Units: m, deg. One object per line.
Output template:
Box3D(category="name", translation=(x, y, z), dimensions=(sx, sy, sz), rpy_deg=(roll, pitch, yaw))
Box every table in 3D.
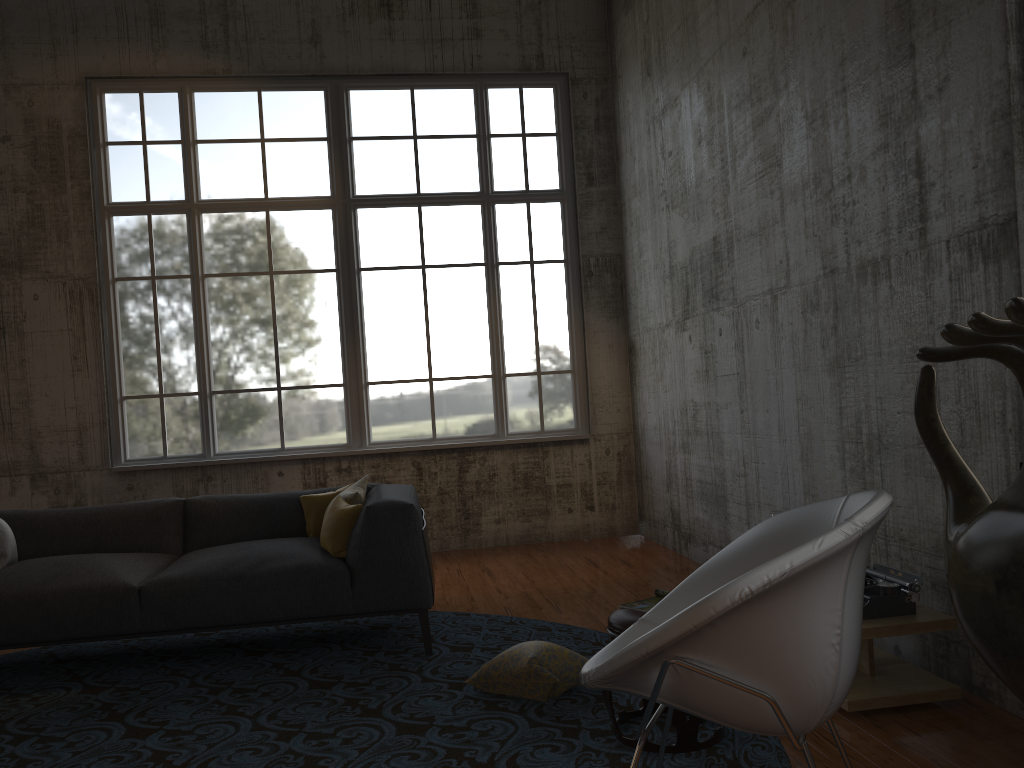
Box3D(category="table", translation=(1.453, 1.121, 3.861), dimensions=(0.475, 0.359, 0.875), rpy_deg=(-4, -1, -8))

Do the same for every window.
Box3D(category="window", translation=(-1.482, -1.072, 8.013), dimensions=(4.281, 3.436, 0.050), rpy_deg=(-4, 1, -8))

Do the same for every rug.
Box3D(category="rug", translation=(-1.423, 1.472, 3.467), dimensions=(4.851, 0.009, 4.841), rpy_deg=(-5, -2, 38))

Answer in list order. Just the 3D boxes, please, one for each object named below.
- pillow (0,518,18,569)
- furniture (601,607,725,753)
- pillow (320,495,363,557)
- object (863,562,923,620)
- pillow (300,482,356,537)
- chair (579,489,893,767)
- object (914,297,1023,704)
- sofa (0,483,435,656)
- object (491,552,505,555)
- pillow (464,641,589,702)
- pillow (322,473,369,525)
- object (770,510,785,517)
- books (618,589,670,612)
Box3D(category="pillow", translation=(-2.854, 0.870, 4.915), dimensions=(0.171, 0.315, 0.365), rpy_deg=(-4, 0, -18))
Box3D(category="furniture", translation=(0.589, 1.102, 3.407), dimensions=(0.432, 0.477, 0.431), rpy_deg=(-4, 0, 37))
Box3D(category="pillow", translation=(-0.962, 0.783, 4.884), dimensions=(0.168, 0.319, 0.435), rpy_deg=(-4, 0, -34))
Box3D(category="object", translation=(1.436, 0.863, 3.697), dimensions=(0.382, 0.153, 0.424), rpy_deg=(-3, -1, -8))
Box3D(category="pillow", translation=(-1.128, 0.806, 5.425), dimensions=(0.405, 0.371, 0.228), rpy_deg=(-4, 0, 1))
Box3D(category="chair", translation=(0.581, 0.799, 2.302), dimensions=(0.807, 1.030, 1.056), rpy_deg=(-4, 0, 31))
Box3D(category="object", translation=(1.506, 0.419, 2.531), dimensions=(0.456, 1.296, 0.727), rpy_deg=(-4, 0, 4))
Box3D(category="sofa", translation=(-1.966, 1.122, 5.139), dimensions=(3.003, 0.861, 1.363), rpy_deg=(-4, -1, -6))
Box3D(category="object", translation=(-8.439, 1.578, 2.202), dimensions=(20.824, 0.657, 8.773), rpy_deg=(-3, -1, -8))
Box3D(category="pillow", translation=(0.122, 1.292, 4.018), dimensions=(0.480, 0.247, 0.504), rpy_deg=(-3, -1, -42))
Box3D(category="pillow", translation=(-0.979, 0.773, 5.214), dimensions=(0.260, 0.446, 0.537), rpy_deg=(-4, -1, -1))
Box3D(category="object", translation=(1.275, 0.783, 4.193), dimensions=(0.163, 0.361, 0.163), rpy_deg=(-4, 0, -10))
Box3D(category="books", translation=(0.596, 0.850, 3.441), dimensions=(0.228, 0.043, 0.300), rpy_deg=(-3, -2, -34))
